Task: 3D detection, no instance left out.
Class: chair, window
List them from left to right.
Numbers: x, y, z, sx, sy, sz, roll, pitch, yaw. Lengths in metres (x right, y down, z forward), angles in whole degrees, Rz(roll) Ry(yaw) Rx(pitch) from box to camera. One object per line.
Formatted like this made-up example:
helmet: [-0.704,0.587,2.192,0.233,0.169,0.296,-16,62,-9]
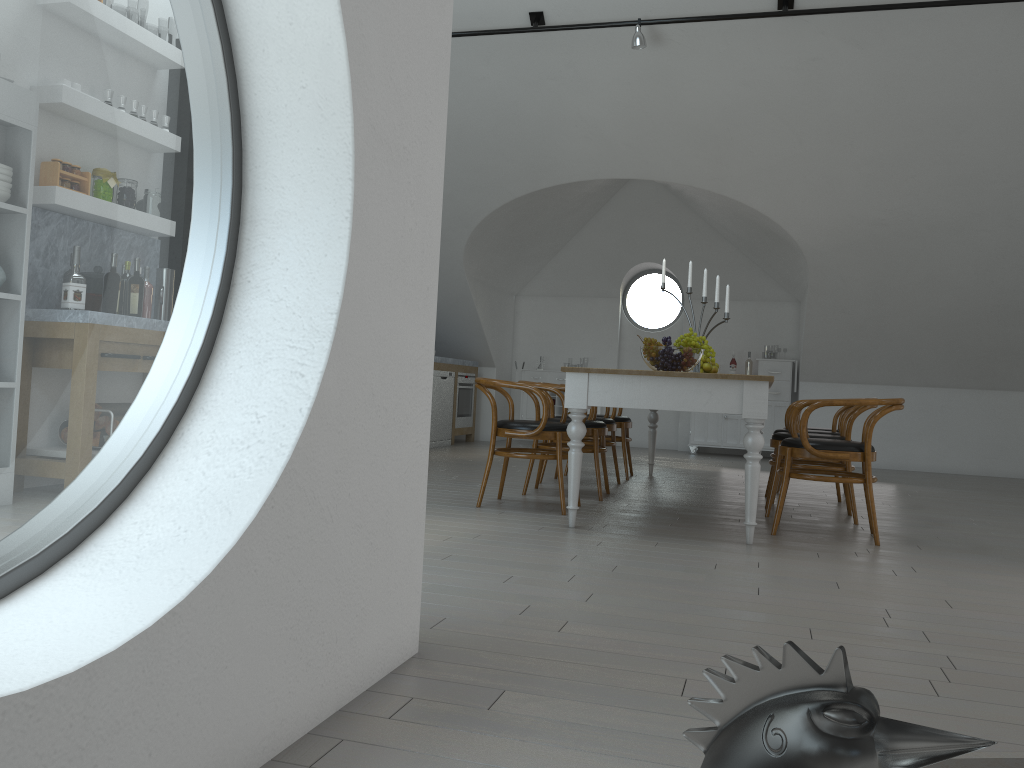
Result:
window: [-0.823,-0.396,1.189,0.104,1.472,1.469,2,-1,16]
chair: [0.073,0.342,5.140,0.621,0.735,0.527,3,-1,16]
chair: [0.329,0.357,5.820,0.621,0.735,0.527,3,-1,13]
chair: [0.471,0.366,6.536,0.621,0.735,0.527,3,-1,19]
chair: [0.678,0.379,7.228,0.621,0.735,0.527,3,-1,13]
window: [1.814,-1.059,11.323,0.900,0.900,0.060,3,-2,16]
chair: [2.072,0.447,6.024,0.621,0.735,0.527,3,-1,11]
chair: [1.857,0.434,5.330,0.621,0.735,0.527,3,-1,16]
chair: [2.336,0.463,6.700,0.621,0.735,0.527,3,-1,19]
chair: [1.698,0.424,4.620,0.621,0.735,0.527,3,-1,19]

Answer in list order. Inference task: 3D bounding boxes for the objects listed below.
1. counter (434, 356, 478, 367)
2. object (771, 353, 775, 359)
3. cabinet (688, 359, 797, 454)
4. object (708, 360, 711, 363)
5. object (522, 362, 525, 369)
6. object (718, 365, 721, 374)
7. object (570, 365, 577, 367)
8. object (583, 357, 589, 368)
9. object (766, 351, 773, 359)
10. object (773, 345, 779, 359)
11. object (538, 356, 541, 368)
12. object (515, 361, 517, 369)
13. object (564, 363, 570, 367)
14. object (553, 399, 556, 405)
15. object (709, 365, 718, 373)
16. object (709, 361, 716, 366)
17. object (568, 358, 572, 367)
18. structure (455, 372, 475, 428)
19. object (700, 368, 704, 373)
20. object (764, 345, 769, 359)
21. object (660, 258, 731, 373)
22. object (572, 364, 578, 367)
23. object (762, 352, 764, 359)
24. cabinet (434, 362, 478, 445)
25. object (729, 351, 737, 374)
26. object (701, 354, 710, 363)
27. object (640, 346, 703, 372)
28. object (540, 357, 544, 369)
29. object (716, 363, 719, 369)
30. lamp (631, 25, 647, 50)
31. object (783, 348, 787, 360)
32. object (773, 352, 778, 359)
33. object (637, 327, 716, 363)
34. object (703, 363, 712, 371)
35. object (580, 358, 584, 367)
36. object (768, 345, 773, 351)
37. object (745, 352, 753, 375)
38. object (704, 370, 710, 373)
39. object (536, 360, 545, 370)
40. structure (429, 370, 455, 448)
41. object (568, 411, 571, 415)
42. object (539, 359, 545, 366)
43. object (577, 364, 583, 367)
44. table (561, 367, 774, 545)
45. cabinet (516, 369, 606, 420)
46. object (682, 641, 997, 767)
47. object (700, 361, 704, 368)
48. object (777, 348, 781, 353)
counter: [-1.713,-0.590,7.825,0.962,0.620,6.569,3,0,16]
object: [3.047,-0.322,10.396,0.077,0.085,0.077,2,-1,24]
cabinet: [2.710,0.279,10.514,1.243,1.155,0.609,3,-2,16]
object: [2.378,-0.197,10.814,0.115,0.209,0.065,2,-2,18]
object: [0.122,-0.143,10.970,0.088,0.269,0.029,1,-2,43]
object: [2.410,-0.151,10.570,0.154,0.160,0.157,2,-1,44]
object: [0.751,-0.189,10.840,0.077,0.085,0.077,3,-1,4]
object: [0.905,-0.232,10.875,0.063,0.187,0.063,3,-2,1]
object: [2.997,-0.334,10.326,0.081,0.105,0.082,4,-2,-36]
object: [3.133,-0.368,10.528,0.063,0.187,0.063,3,-2,2]
object: [0.353,-0.267,11.168,0.039,0.175,0.054,2,-2,16]
object: [0.069,-0.145,10.985,0.088,0.269,0.029,3,-2,-11]
object: [0.666,-0.204,10.827,0.082,0.105,0.081,2,-1,29]
object: [0.517,0.226,10.845,0.082,0.085,0.317,3,0,17]
object: [1.551,-0.107,6.817,0.071,0.072,0.070,3,-1,-19]
object: [1.545,-0.152,6.851,0.058,0.057,0.053,2,-1,31]
object: [0.715,-0.233,10.895,0.048,0.169,0.048,3,-2,4]
structure: [-0.820,0.174,10.380,0.631,0.637,0.631,3,-1,16]
object: [1.446,-0.095,6.817,0.060,0.056,0.059,3,-1,11]
object: [2.984,-0.367,10.408,0.048,0.169,0.048,4,-2,-41]
object: [1.248,-0.466,6.049,0.265,0.876,0.774,3,-1,-10]
object: [0.780,-0.192,10.928,0.094,0.093,0.093,3,-1,4]
object: [3.006,-0.328,10.478,0.094,0.093,0.093,4,-1,-41]
cabinet: [-1.755,0.229,7.722,1.004,1.023,6.422,3,0,16]
object: [2.630,-0.225,10.537,0.081,0.330,0.081,3,-2,12]
object: [1.495,-0.195,6.859,0.072,0.074,0.072,3,-1,16]
object: [0.916,-0.128,5.114,0.360,0.160,0.360,3,0,-4]
object: [0.380,-0.264,11.145,0.039,0.164,0.024,2,-2,29]
object: [1.580,-0.134,6.894,0.063,0.063,0.062,3,-1,-22]
lamp: [0.964,-2.626,6.708,0.112,0.175,0.114,3,-1,-21]
object: [3.197,-0.345,10.383,0.046,0.143,0.046,2,-2,27]
object: [3.096,-0.326,10.463,0.071,0.099,0.071,2,-1,24]
object: [0.939,-0.190,5.095,0.393,0.284,0.292,3,-1,-20]
object: [1.496,-0.130,6.791,0.071,0.064,0.072,3,-1,9]
object: [0.859,-0.231,10.920,0.054,0.179,0.054,3,-2,-7]
object: [3.069,-0.367,10.527,0.054,0.179,0.054,3,-2,10]
object: [2.802,-0.217,10.482,0.085,0.331,0.085,4,-2,-25]
object: [1.530,-0.114,6.923,0.076,0.076,0.077,3,-1,-17]
object: [0.359,-0.231,11.160,0.101,0.138,0.067,3,-2,16]
structure: [-1.036,0.256,9.652,0.599,0.823,0.723,3,-1,16]
object: [0.713,0.338,10.823,0.082,0.083,0.316,3,0,16]
object: [0.364,-0.251,11.167,0.097,0.137,0.029,2,-2,19]
object: [0.833,-0.192,10.853,0.071,0.099,0.071,2,-2,39]
table: [1.169,0.365,5.858,1.019,0.799,3.345,3,0,16]
cabinet: [0.611,0.239,10.916,1.135,0.790,0.496,3,-1,16]
object: [0.378,0.604,1.093,0.320,0.563,0.320,3,-1,-11]
object: [1.445,-0.150,6.843,0.066,0.071,0.072,3,-1,-15]
object: [3.126,-0.349,10.370,0.046,0.143,0.046,2,-2,27]
